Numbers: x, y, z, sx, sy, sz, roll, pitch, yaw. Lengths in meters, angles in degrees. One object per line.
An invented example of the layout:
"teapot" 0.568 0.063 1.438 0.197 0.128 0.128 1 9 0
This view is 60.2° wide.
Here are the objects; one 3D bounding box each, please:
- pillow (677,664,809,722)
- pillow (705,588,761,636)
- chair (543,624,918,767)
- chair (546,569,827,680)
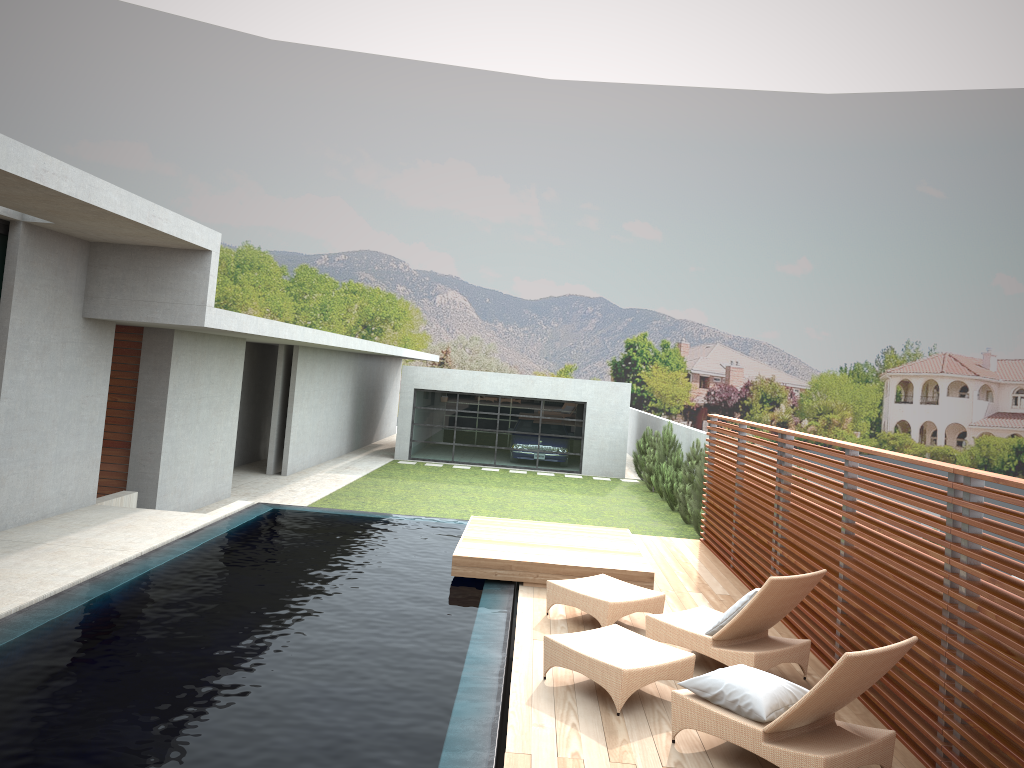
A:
"pillow" 1.385 1.778 5.162 0.592 0.195 0.594 4 0 -42
"pillow" 1.799 1.668 6.541 0.605 0.429 0.427 5 -2 -40
"chair" 1.208 1.704 5.452 0.697 0.831 2.297 6 -1 -38
"chair" 1.304 1.693 7.125 0.697 0.831 2.297 6 -1 -39
